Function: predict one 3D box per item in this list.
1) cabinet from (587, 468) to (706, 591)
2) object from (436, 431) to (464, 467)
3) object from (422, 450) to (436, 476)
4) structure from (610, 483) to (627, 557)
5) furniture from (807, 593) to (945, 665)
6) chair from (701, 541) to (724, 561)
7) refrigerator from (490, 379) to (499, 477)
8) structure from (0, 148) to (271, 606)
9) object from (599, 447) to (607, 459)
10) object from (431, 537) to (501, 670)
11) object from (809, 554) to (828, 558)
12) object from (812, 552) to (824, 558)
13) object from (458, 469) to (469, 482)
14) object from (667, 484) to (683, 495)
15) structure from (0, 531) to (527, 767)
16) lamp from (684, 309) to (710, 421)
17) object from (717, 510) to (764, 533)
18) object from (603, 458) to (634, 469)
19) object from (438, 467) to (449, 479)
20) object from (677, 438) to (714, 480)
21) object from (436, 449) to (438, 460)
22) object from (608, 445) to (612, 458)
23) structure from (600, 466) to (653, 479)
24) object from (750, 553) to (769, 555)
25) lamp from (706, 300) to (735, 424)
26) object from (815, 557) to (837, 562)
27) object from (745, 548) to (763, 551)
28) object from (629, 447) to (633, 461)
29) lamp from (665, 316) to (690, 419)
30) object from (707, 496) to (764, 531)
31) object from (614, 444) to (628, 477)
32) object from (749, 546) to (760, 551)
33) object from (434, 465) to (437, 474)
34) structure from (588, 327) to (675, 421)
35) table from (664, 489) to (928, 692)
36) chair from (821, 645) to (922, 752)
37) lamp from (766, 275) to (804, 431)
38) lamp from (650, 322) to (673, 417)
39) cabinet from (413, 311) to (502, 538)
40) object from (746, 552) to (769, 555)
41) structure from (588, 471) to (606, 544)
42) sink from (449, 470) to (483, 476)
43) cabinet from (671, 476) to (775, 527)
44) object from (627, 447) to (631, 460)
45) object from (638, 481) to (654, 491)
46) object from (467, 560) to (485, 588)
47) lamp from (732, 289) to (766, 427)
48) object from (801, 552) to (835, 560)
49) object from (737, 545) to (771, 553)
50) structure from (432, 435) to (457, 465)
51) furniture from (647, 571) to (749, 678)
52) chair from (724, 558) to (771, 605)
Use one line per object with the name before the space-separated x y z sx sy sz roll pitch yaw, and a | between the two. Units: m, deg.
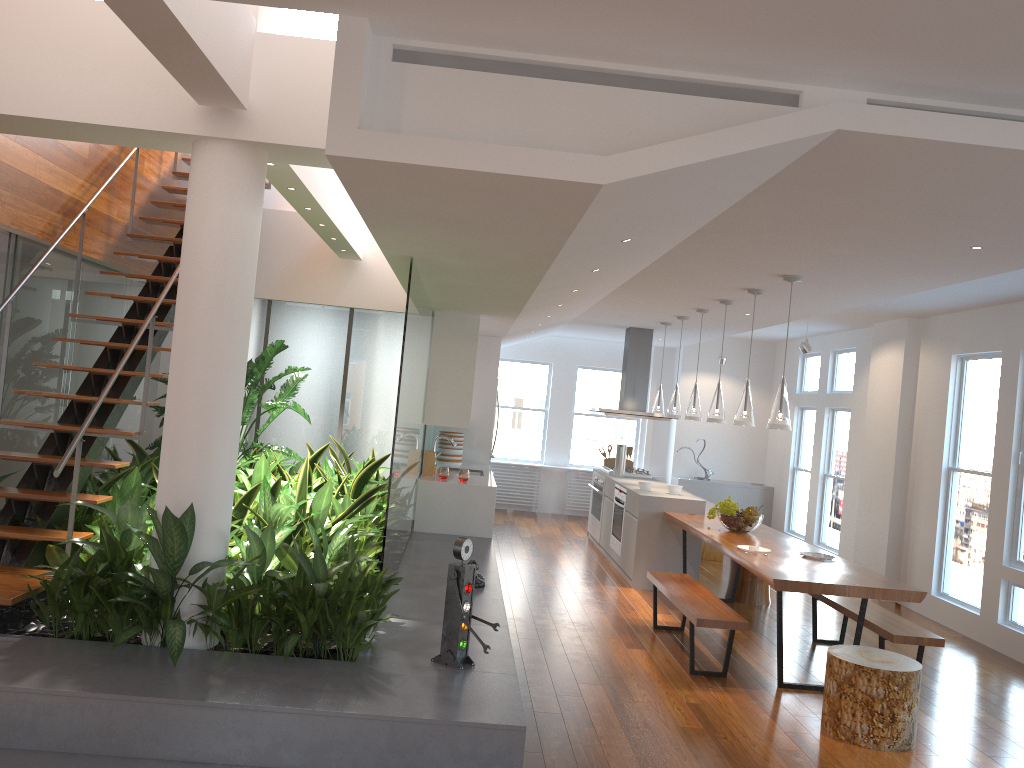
cabinet | 1.322 1.449 9.360 0.597 0.832 2.936 5 -1 -3
object | -0.655 0.691 9.409 0.267 0.356 0.266 5 -1 23
object | -0.755 0.723 8.103 0.104 0.222 0.200 5 -1 -3
structure | 1.068 1.347 8.844 0.072 0.648 0.644 5 -1 -3
furniture | 2.377 1.713 6.005 0.316 0.389 1.433 5 -1 -3
chair | 2.199 1.747 10.092 0.344 0.430 0.549 5 -1 1
refrigerator | -0.555 0.798 10.607 0.725 1.772 0.908 5 -1 -3
structure | -1.659 -0.752 6.068 2.552 4.265 4.591 5 -1 -3
object | 1.138 0.897 10.733 0.199 0.259 0.016 5 -1 8
object | -0.178 0.972 3.915 0.318 0.565 0.134 5 -1 33
object | 2.055 1.163 5.962 0.124 0.011 0.124 6 -1 -21
object | 2.056 1.153 5.962 0.079 0.030 0.070 5 -1 40
object | -0.423 0.803 7.801 0.094 0.106 0.094 5 -1 3
object | 1.519 0.990 8.295 0.152 0.082 0.152 6 -1 -42
structure | -1.612 1.336 5.379 3.088 0.386 5.584 5 -1 -3
lamp | 1.653 -0.205 7.870 0.160 1.060 0.160 5 -1 24
object | 1.786 1.089 6.973 0.360 0.159 0.360 6 -1 -39
object | 1.287 0.974 10.732 0.353 0.157 0.084 5 -1 -3
object | -0.606 0.787 7.838 0.094 0.106 0.094 5 -1 3
object | 2.516 1.012 12.038 0.590 0.563 0.210 6 -1 -32
object | -0.717 0.775 9.791 0.265 0.196 0.284 5 -1 39
object | 1.176 0.883 10.737 0.055 0.299 0.027 5 -1 -3
structure | 1.319 1.013 10.286 0.520 0.073 0.650 5 -1 -3
object | 1.627 1.119 5.853 0.149 0.014 0.044 6 -1 -4
lamp | 1.690 -0.214 7.148 0.160 1.060 0.160 5 -1 24
object | 2.074 1.158 5.857 0.158 0.017 0.019 6 -1 -8
object | 1.634 1.124 5.988 0.124 0.011 0.124 5 -1 18
object | 1.429 0.909 10.750 0.057 0.294 0.030 5 -1 -3
lamp | 1.616 -0.195 8.592 0.160 1.060 0.160 5 -1 24
object | 1.766 1.024 6.987 0.394 0.284 0.292 6 -1 -39
object | 1.214 0.852 9.824 0.172 0.356 0.120 6 -1 -45
object | 1.635 1.113 5.988 0.070 0.030 0.079 6 -1 -39
object | -0.757 0.753 8.351 0.100 0.170 0.173 5 -1 -1
structure | 1.449 -0.312 10.284 0.909 1.405 0.900 5 -1 -3
table | 1.720 1.526 7.981 0.893 0.704 5.996 5 -1 -3
chair | 1.877 1.631 4.640 0.460 0.400 0.460 5 -1 7
lamp | 1.765 -0.234 5.704 0.160 1.060 0.160 5 -1 24
lamp | 1.579 -0.185 9.314 0.160 1.060 0.160 5 -1 24
cabinet | -0.551 0.568 9.867 0.676 2.280 4.565 5 -1 -3
object | 1.626 1.124 5.886 0.164 0.006 0.017 5 -1 2
structure | 1.238 1.433 10.265 0.649 0.735 0.890 5 -1 -3
sink | -0.516 0.987 8.829 0.449 0.192 0.666 5 -1 -3
cabinet | 2.834 1.690 12.089 1.309 0.725 0.420 5 -1 -3
object | 1.393 0.906 10.731 0.068 0.298 0.039 5 -1 -3
object | 1.265 0.968 8.406 0.152 0.082 0.152 5 -1 36
object | -0.269 1.197 5.626 0.216 0.155 0.181 6 -1 -38
lamp | 1.728 -0.224 6.426 0.160 1.060 0.160 5 -1 24
object | 2.056 1.159 5.962 0.222 0.020 0.222 6 -1 -11
object | 1.634 1.119 5.988 0.222 0.020 0.222 5 -1 38
structure | -0.693 0.773 8.851 0.248 0.536 0.115 5 -1 -3
furniture | 1.191 1.599 5.945 0.316 0.389 1.433 5 -1 -3
chair | 2.108 1.691 7.870 0.396 0.455 0.402 6 -1 -13
